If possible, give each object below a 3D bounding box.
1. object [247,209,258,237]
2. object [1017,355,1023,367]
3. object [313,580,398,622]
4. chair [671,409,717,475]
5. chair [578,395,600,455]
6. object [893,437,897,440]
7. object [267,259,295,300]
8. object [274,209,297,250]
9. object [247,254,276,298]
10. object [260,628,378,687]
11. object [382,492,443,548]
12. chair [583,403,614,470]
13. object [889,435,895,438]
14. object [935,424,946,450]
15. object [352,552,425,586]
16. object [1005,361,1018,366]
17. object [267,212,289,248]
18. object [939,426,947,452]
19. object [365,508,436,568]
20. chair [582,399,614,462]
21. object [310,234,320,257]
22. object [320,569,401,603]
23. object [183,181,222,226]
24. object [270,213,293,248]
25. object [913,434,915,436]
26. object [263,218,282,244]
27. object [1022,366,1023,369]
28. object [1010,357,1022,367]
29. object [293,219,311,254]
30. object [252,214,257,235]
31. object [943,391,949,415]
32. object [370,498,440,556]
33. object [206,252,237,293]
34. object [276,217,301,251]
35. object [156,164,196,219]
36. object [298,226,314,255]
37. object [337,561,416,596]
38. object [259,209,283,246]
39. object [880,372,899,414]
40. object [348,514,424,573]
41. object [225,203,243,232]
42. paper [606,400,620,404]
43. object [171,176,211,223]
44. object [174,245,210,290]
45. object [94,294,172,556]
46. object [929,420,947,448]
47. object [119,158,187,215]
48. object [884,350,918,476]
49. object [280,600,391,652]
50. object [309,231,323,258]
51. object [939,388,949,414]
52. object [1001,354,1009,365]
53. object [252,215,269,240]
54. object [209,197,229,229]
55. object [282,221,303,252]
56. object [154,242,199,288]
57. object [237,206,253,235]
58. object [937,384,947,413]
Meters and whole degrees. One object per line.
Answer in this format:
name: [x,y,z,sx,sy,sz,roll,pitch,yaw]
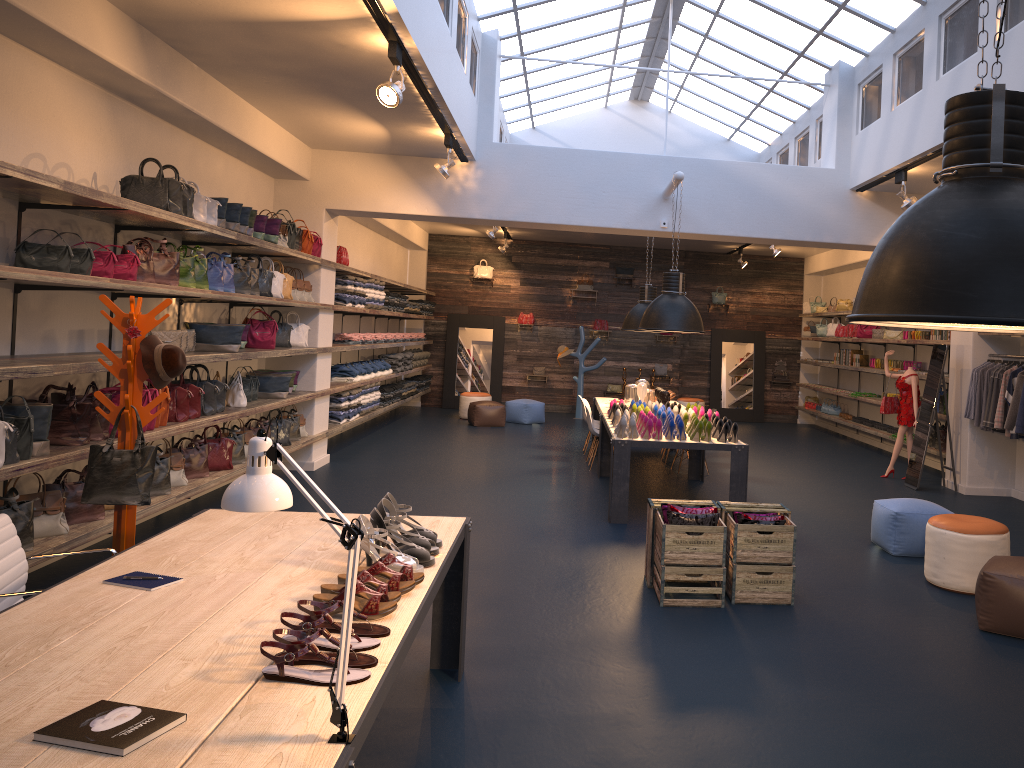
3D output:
object: [-2.348,-1.349,7.239,0.428,0.236,0.173,3,1,-8]
object: [5.615,-0.207,9.524,0.437,0.220,0.010,3,-1,-6]
object: [-0.489,0.668,2.705,0.266,0.117,0.097,3,1,-10]
chair: [2.280,0.706,10.895,0.560,0.802,0.453,3,0,-8]
chair: [1.177,0.568,12.127,0.552,0.802,0.460,3,0,-3]
object: [5.681,0.788,12.701,0.240,0.058,0.081,3,2,-9]
object: [-2.296,-1.016,8.422,0.178,0.386,0.458,3,1,37]
object: [-2.252,-1.506,8.488,0.300,0.411,0.132,3,0,-7]
object: [-2.330,-0.981,7.831,0.178,0.386,0.458,3,1,37]
object: [-0.501,0.707,2.281,0.281,0.090,0.212,3,3,-3]
object: [-0.423,0.564,3.598,0.283,0.224,0.117,3,0,-4]
chair: [1.136,0.649,10.795,0.552,0.802,0.460,3,0,-3]
object: [5.698,0.777,12.885,0.240,0.058,0.081,3,2,-9]
object: [5.786,0.709,11.555,0.373,0.339,0.218,3,1,4]
object: [-0.436,0.650,3.053,0.258,0.117,0.100,3,1,0]
object: [5.616,-0.220,9.756,0.437,0.220,0.010,3,-1,-6]
object: [-2.274,-1.456,8.175,0.346,0.335,0.167,3,0,7]
object: [5.743,0.710,11.357,0.348,0.356,0.160,3,0,-4]
object: [-0.430,0.582,3.309,0.291,0.224,0.114,3,0,-14]
chair: [1.178,0.610,11.459,0.538,0.802,0.471,3,0,6]
object: [-2.199,-1.486,9.298,0.242,0.284,0.319,4,2,36]
object: [-0.486,0.661,2.825,0.255,0.117,0.101,3,1,5]
object: [-2.404,-1.353,6.516,0.436,0.331,0.188,3,0,-8]
object: [-2.262,-1.470,8.348,0.300,0.353,0.132,3,0,-7]
object: [5.949,0.772,12.771,0.247,0.075,0.079,2,2,-19]
object: [-2.283,-1.381,7.806,0.420,0.236,0.176,3,1,-2]
object: [5.609,-0.199,9.403,0.437,0.220,0.010,3,-1,-6]
object: [5.610,-0.214,9.659,0.437,0.220,0.010,3,-1,-6]
object: [-2.245,-1.527,8.999,0.273,0.385,0.209,3,1,-43]
object: [-2.399,-1.364,7.423,0.422,0.236,0.175,3,1,-4]
object: [5.749,0.230,11.258,0.348,0.356,0.160,3,0,-4]
object: [-0.426,0.572,3.465,0.283,0.224,0.117,3,0,-3]
object: [-2.383,-0.906,7.033,0.200,0.339,0.405,4,2,37]
object: [-2.303,-1.494,8.661,0.263,0.338,0.315,4,1,41]
object: [-2.445,-1.355,6.099,0.430,0.386,0.190,3,0,-4]
object: [-2.239,-1.508,9.131,0.273,0.331,0.209,2,1,-43]
object: [-0.457,0.656,2.935,0.267,0.117,0.097,3,1,-12]
object: [-2.285,-1.446,8.010,0.346,0.335,0.167,3,0,7]
object: [5.020,0.121,11.492,0.341,0.553,0.084,3,0,-28]
object: [-0.460,0.589,3.168,0.291,0.224,0.114,3,0,-14]
object: [-2.345,-1.330,6.884,0.420,0.232,0.177,3,1,-2]
paper: [1.466,0.252,11.886,0.327,0.014,0.737,4,4,11]
object: [-2.416,-1.340,6.313,0.438,0.331,0.186,3,0,-10]
object: [-2.415,-0.875,6.507,0.200,0.339,0.405,4,2,37]
object: [-2.044,0.397,4.621,0.418,1.731,0.471,3,0,26]
object: [5.813,0.673,11.729,0.366,0.390,0.183,3,0,10]
object: [-2.438,-1.343,5.907,0.438,0.386,0.187,3,0,-10]
object: [5.099,0.401,11.245,0.366,1.666,0.701,3,0,-21]
object: [-0.504,0.692,2.517,0.281,0.090,0.223,3,3,2]
object: [-2.205,-1.512,9.400,0.267,0.311,0.201,2,1,-39]
object: [5.792,0.229,11.456,0.373,0.339,0.218,3,1,4]
object: [5.625,-0.229,9.897,0.437,0.220,0.010,3,-1,-6]
object: [-2.356,-1.373,7.601,0.428,0.236,0.173,3,1,-8]
object: [-2.356,-1.324,6.694,0.323,0.245,0.191,4,1,17]
object: [-2.313,-1.507,8.849,0.373,0.339,0.218,3,1,3]
object: [-2.427,-0.851,6.238,0.182,0.323,0.407,3,2,39]
object: [-2.334,-1.340,7.055,0.430,0.232,0.172,3,1,-11]
object: [5.819,0.194,11.630,0.366,0.390,0.183,3,0,10]
